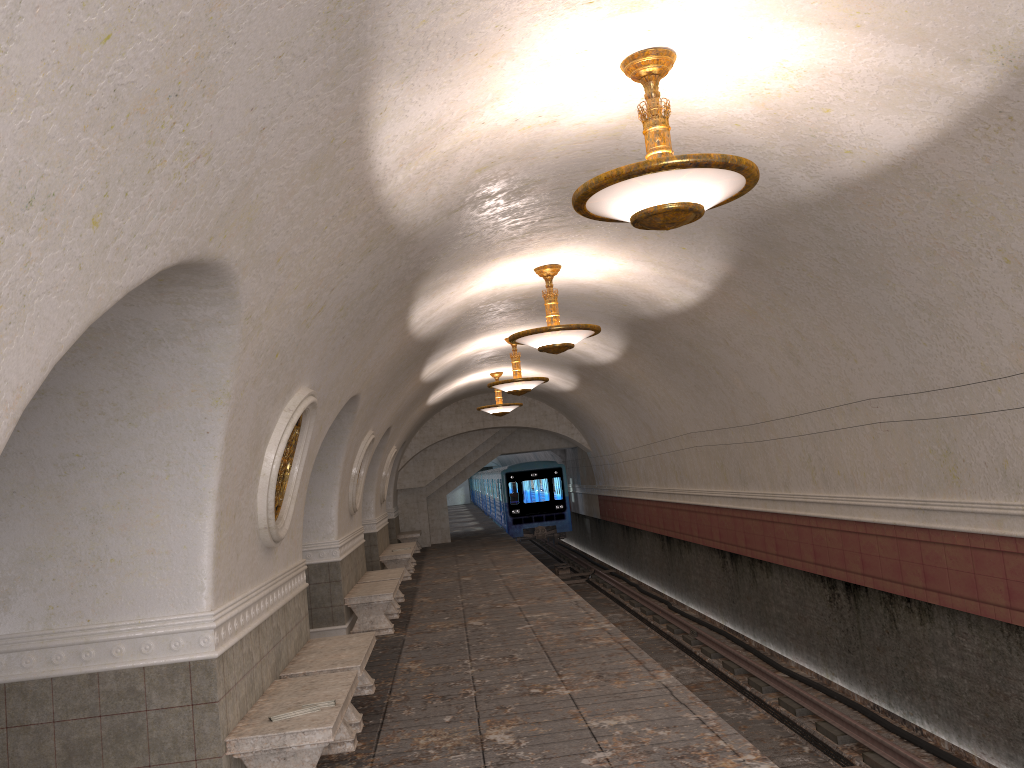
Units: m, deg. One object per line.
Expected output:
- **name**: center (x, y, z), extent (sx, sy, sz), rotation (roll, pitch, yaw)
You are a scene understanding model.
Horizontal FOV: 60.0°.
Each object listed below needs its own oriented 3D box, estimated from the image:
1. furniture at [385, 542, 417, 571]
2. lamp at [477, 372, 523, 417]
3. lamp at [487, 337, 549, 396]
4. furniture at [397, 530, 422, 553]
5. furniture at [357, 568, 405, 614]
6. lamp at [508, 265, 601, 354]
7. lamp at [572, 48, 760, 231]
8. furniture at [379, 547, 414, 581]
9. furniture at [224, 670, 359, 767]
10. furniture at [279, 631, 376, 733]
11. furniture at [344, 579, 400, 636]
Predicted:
- **furniture**: center (-2.391, 3.773, 19.321), extent (0.613, 0.508, 1.509), rotation (-5, -6, -5)
- **lamp**: center (-0.291, 0.236, 19.211), extent (1.008, 0.955, 1.008), rotation (-11, -7, 41)
- **lamp**: center (0.073, -0.278, 14.422), extent (1.008, 0.955, 1.008), rotation (-7, -6, 11)
- **furniture**: center (-2.739, 4.265, 23.903), extent (0.613, 0.508, 1.509), rotation (-5, -6, -5)
- **furniture**: center (-1.941, 3.138, 13.410), extent (0.613, 0.508, 1.509), rotation (-5, -6, -5)
- **lamp**: center (0.436, -0.792, 9.636), extent (1.008, 0.955, 1.008), rotation (-7, -6, 11)
- **lamp**: center (0.800, -1.306, 4.847), extent (1.008, 0.955, 1.008), rotation (-4, -6, -21)
- **furniture**: center (-2.264, 3.593, 17.654), extent (0.613, 0.508, 1.509), rotation (-5, -6, -5)
- **furniture**: center (-1.361, 2.318, 5.773), extent (0.613, 0.508, 1.509), rotation (-5, -6, -5)
- **furniture**: center (-1.487, 2.497, 7.440), extent (0.613, 0.508, 1.509), rotation (-5, -6, -5)
- **furniture**: center (-1.814, 2.959, 11.743), extent (0.613, 0.508, 1.509), rotation (-5, -6, -5)
